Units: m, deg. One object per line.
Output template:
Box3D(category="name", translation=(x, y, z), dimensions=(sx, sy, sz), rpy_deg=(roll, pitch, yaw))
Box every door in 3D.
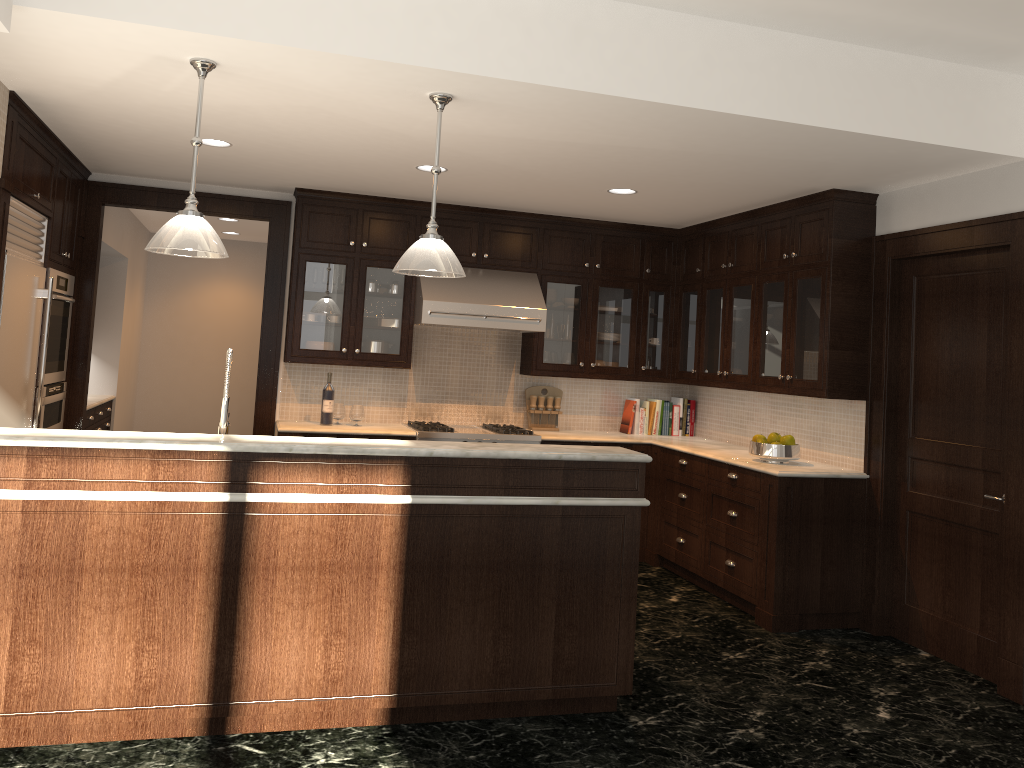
Box3D(category="door", translation=(2.367, 0.378, 4.758), dimensions=(0.108, 2.197, 0.861), rpy_deg=(4, -3, -17))

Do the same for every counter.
Box3D(category="counter", translation=(-0.937, 0.409, 3.835), dimensions=(2.863, 0.032, 1.053), rpy_deg=(3, 2, -16))
Box3D(category="counter", translation=(-0.816, 0.242, 3.501), dimensions=(2.849, 0.032, 0.328), rpy_deg=(3, 2, -16))
Box3D(category="counter", translation=(0.192, 0.414, 5.883), dimensions=(3.361, 0.032, 2.314), rpy_deg=(3, 2, -16))
Box3D(category="counter", translation=(-3.684, 0.146, 7.050), dimensions=(0.707, 0.032, 1.854), rpy_deg=(3, 2, -17))

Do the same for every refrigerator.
Box3D(category="refrigerator", translation=(-2.938, 0.097, 4.638), dimensions=(0.686, 2.134, 0.887), rpy_deg=(4, -3, -16))

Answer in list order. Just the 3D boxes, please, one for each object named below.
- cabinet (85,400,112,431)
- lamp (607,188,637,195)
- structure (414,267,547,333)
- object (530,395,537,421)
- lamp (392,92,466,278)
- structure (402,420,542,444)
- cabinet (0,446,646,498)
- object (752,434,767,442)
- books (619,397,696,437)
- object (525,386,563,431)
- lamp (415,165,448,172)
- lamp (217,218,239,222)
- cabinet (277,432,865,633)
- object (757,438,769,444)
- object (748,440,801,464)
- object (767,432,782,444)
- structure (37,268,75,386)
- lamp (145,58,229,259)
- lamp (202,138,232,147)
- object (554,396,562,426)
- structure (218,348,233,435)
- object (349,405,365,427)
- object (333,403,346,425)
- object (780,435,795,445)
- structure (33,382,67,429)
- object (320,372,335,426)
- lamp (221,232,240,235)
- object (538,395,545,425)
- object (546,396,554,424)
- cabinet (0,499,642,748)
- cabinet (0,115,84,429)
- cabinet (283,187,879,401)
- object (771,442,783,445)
Box3D(category="cabinet", translation=(-3.393, 0.554, 7.117), dimensions=(0.057, 0.749, 1.790), rpy_deg=(4, 1, -17))
Box3D(category="lamp", translation=(0.722, -1.319, 5.757), dimensions=(0.198, 0.137, 0.197), rpy_deg=(3, 0, 19))
Box3D(category="structure", translation=(-0.262, -0.659, 6.668), dimensions=(0.929, 0.480, 0.639), rpy_deg=(3, 0, -16))
Box3D(category="object", translation=(0.165, 0.202, 6.973), dimensions=(0.061, 0.230, 0.061), rpy_deg=(6, -4, -35))
Box3D(category="lamp", translation=(-0.334, -0.866, 3.833), dimensions=(0.317, 0.788, 0.316), rpy_deg=(4, -3, -2))
Box3D(category="structure", translation=(-0.338, 0.733, 6.555), dimensions=(0.904, 0.843, 0.718), rpy_deg=(4, -1, -16))
Box3D(category="cabinet", translation=(-0.832, 0.333, 3.493), dimensions=(2.831, 0.153, 0.292), rpy_deg=(3, 1, -16))
Box3D(category="object", translation=(1.586, 0.372, 5.658), dimensions=(0.091, 0.099, 0.093), rpy_deg=(2, -2, 41))
Box3D(category="books", translation=(1.198, 0.260, 7.280), dimensions=(0.602, 0.313, 0.194), rpy_deg=(3, -2, -17))
Box3D(category="object", translation=(0.261, 0.192, 7.012), dimensions=(0.315, 0.351, 0.110), rpy_deg=(4, -3, -17))
Box3D(category="lamp", translation=(-0.487, -1.381, 5.403), dimensions=(0.198, 0.137, 0.197), rpy_deg=(3, 0, 39))
Box3D(category="lamp", translation=(-2.642, -1.597, 8.243), dimensions=(0.197, 0.137, 0.197), rpy_deg=(3, 0, -11))
Box3D(category="cabinet", translation=(0.165, 0.872, 5.854), dimensions=(3.361, 0.885, 2.314), rpy_deg=(3, 1, -16))
Box3D(category="object", translation=(1.581, 0.393, 5.582), dimensions=(0.100, 0.097, 0.091), rpy_deg=(3, -1, 1))
Box3D(category="object", translation=(1.664, 0.433, 5.598), dimensions=(0.317, 0.123, 0.318), rpy_deg=(3, 1, -23))
Box3D(category="object", translation=(1.663, 0.356, 5.584), dimensions=(0.091, 0.100, 0.096), rpy_deg=(4, -1, -40))
Box3D(category="structure", translation=(-3.122, -0.371, 5.521), dimensions=(0.612, 0.705, 0.757), rpy_deg=(4, -1, -16))
Box3D(category="lamp", translation=(-1.276, -0.914, 3.558), dimensions=(0.317, 0.788, 0.316), rpy_deg=(4, -3, -2))
Box3D(category="lamp", translation=(-1.697, -1.442, 5.049), dimensions=(0.197, 0.137, 0.197), rpy_deg=(3, 0, -11))
Box3D(category="object", translation=(0.360, 0.216, 7.031), dimensions=(0.061, 0.239, 0.060), rpy_deg=(1, -4, 37))
Box3D(category="structure", translation=(-1.235, 0.111, 3.800), dimensions=(0.051, 0.533, 0.243), rpy_deg=(5, -3, -17))
Box3D(category="object", translation=(-1.120, 0.228, 6.383), dimensions=(0.112, 0.152, 0.112), rpy_deg=(4, -2, -24))
Box3D(category="object", translation=(-1.266, 0.218, 6.431), dimensions=(0.112, 0.152, 0.112), rpy_deg=(4, -2, -24))
Box3D(category="object", translation=(1.721, 0.365, 5.517), dimensions=(0.093, 0.099, 0.090), rpy_deg=(2, -2, 44))
Box3D(category="structure", translation=(-3.199, 0.184, 5.473), dimensions=(0.664, 0.391, 0.762), rpy_deg=(3, 1, -16))
Box3D(category="object", translation=(-1.316, 0.105, 6.315), dimensions=(0.094, 0.380, 0.094), rpy_deg=(3, -3, -1))
Box3D(category="lamp", translation=(-2.945, -1.646, 9.265), dimensions=(0.197, 0.137, 0.198), rpy_deg=(3, 0, -41))
Box3D(category="object", translation=(0.228, 0.209, 6.991), dimensions=(0.061, 0.239, 0.061), rpy_deg=(0, -5, 43))
Box3D(category="object", translation=(0.297, 0.207, 7.012), dimensions=(0.061, 0.227, 0.061), rpy_deg=(0, -4, 43))
Box3D(category="cabinet", translation=(-0.961, 0.851, 3.812), dimensions=(2.842, 0.918, 1.024), rpy_deg=(3, -1, -16))
Box3D(category="cabinet", translation=(-3.036, -0.169, 5.050), dimensions=(0.755, 2.435, 1.839), rpy_deg=(4, -2, -17))
Box3D(category="cabinet", translation=(0.258, -0.662, 5.956), dimensions=(3.360, 1.262, 2.305), rpy_deg=(3, 1, -16))
Box3D(category="object", translation=(1.653, 0.409, 5.509), dimensions=(0.091, 0.098, 0.092), rpy_deg=(3, -1, 13))
